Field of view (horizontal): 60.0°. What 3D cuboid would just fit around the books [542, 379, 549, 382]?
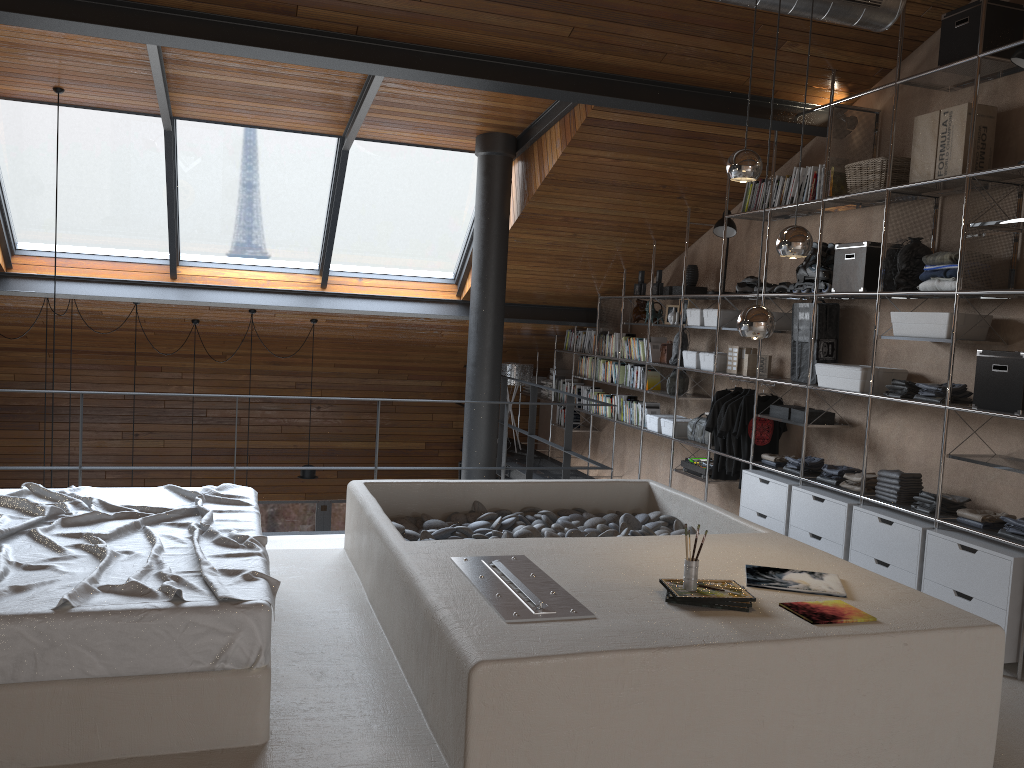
[{"bbox_3d":[0.486,-0.036,10.300,0.231,0.012,0.159,2,4,-13],"label":"books"}]

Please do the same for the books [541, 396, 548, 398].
[{"bbox_3d":[0.473,0.153,10.316,0.234,0.016,0.182,2,4,-18],"label":"books"}]

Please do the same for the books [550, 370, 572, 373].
[{"bbox_3d":[0.567,-0.143,10.017,0.228,0.016,0.182,2,4,-18],"label":"books"}]

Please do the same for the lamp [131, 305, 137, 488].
[{"bbox_3d":[-3.518,0.271,8.249,0.210,2.034,0.210,5,4,19],"label":"lamp"}]

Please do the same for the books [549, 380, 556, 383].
[{"bbox_3d":[0.558,-0.023,10.017,0.254,0.012,0.158,3,4,-6],"label":"books"}]

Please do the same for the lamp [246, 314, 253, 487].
[{"bbox_3d":[-2.561,0.233,8.643,0.210,1.911,0.210,5,4,19],"label":"lamp"}]

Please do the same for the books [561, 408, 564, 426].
[{"bbox_3d":[0.600,0.362,9.721,0.111,0.198,0.008,2,4,-18],"label":"books"}]

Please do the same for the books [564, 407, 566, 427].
[{"bbox_3d":[0.642,0.358,9.680,0.155,0.215,0.055,2,4,-18],"label":"books"}]

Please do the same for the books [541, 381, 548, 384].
[{"bbox_3d":[0.490,-0.016,10.293,0.268,0.025,0.176,2,4,-18],"label":"books"}]

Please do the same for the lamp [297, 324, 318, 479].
[{"bbox_3d":[-2.035,0.171,8.973,0.210,1.565,0.210,5,4,19],"label":"lamp"}]

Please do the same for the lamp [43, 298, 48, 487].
[{"bbox_3d":[-4.141,0.189,7.868,0.210,2.036,0.210,5,4,19],"label":"lamp"}]

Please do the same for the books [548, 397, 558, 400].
[{"bbox_3d":[0.555,0.164,10.019,0.247,0.016,0.182,2,4,-18],"label":"books"}]

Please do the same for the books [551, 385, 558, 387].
[{"bbox_3d":[0.573,0.031,10.013,0.225,0.017,0.167,2,4,-18],"label":"books"}]

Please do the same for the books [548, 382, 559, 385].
[{"bbox_3d":[0.562,-0.002,10.010,0.288,0.025,0.175,2,4,-12],"label":"books"}]

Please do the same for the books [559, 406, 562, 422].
[{"bbox_3d":[0.600,0.343,9.812,0.161,0.223,0.017,2,4,-18],"label":"books"}]

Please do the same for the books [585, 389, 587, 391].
[{"bbox_3d":[0.833,0.160,9.137,0.171,0.218,0.047,2,4,-18],"label":"books"}]

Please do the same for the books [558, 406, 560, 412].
[{"bbox_3d":[0.571,0.349,9.854,0.127,0.201,0.011,2,4,-18],"label":"books"}]

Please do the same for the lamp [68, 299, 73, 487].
[{"bbox_3d":[-3.884,0.281,7.790,0.210,2.273,0.210,5,4,19],"label":"lamp"}]

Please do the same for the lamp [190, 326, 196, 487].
[{"bbox_3d":[-3.164,0.234,8.793,0.210,2.002,0.210,5,4,19],"label":"lamp"}]

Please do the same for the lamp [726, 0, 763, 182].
[{"bbox_3d":[0.987,-1.435,3.617,0.146,1.204,0.146,4,4,13],"label":"lamp"}]

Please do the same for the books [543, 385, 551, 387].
[{"bbox_3d":[0.494,0.025,10.305,0.206,0.012,0.161,1,5,-28],"label":"books"}]

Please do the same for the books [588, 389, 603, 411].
[{"bbox_3d":[0.851,0.165,9.060,0.161,0.222,0.055,2,4,-18],"label":"books"}]

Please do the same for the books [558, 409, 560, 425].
[{"bbox_3d":[0.569,0.364,9.842,0.119,0.172,0.014,2,4,-18],"label":"books"}]

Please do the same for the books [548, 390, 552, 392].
[{"bbox_3d":[0.557,0.078,10.015,0.258,0.028,0.180,2,4,-12],"label":"books"}]

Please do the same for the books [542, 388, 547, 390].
[{"bbox_3d":[0.497,0.058,10.286,0.234,0.016,0.182,1,5,-28],"label":"books"}]

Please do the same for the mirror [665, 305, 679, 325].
[{"bbox_3d":[1.388,-0.593,7.606,0.130,0.168,0.069,7,6,42],"label":"mirror"}]

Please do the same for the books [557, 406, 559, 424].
[{"bbox_3d":[0.560,0.348,9.862,0.127,0.201,0.011,2,4,-18],"label":"books"}]

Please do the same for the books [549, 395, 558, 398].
[{"bbox_3d":[0.556,0.145,10.022,0.239,0.021,0.174,2,4,-12],"label":"books"}]

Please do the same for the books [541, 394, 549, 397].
[{"bbox_3d":[0.484,0.139,10.302,0.234,0.016,0.182,1,5,-23],"label":"books"}]

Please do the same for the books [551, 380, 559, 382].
[{"bbox_3d":[0.573,-0.035,10.015,0.222,0.012,0.160,2,4,-12],"label":"books"}]

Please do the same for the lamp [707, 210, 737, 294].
[{"bbox_3d":[1.638,-1.013,6.858,0.233,0.660,0.322,6,5,35],"label":"lamp"}]

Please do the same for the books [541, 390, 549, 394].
[{"bbox_3d":[0.484,0.095,10.301,0.240,0.028,0.180,1,5,-28],"label":"books"}]

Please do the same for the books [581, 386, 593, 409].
[{"bbox_3d":[0.792,0.141,9.275,0.148,0.233,0.053,2,4,-18],"label":"books"}]

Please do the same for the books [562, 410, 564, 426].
[{"bbox_3d":[0.605,0.373,9.715,0.112,0.177,0.009,2,4,-18],"label":"books"}]

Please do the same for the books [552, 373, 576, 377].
[{"bbox_3d":[0.588,-0.099,10.010,0.234,0.028,0.180,2,4,-18],"label":"books"}]

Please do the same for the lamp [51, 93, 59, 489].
[{"bbox_3d":[-3.214,-0.415,6.228,0.210,3.208,0.210,4,4,4],"label":"lamp"}]

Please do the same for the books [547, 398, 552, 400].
[{"bbox_3d":[0.545,0.179,10.034,0.252,0.016,0.182,2,4,-12],"label":"books"}]

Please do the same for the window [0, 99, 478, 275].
[{"bbox_3d":[-2.177,-1.591,7.515,3.818,1.031,1.213,2,4,-18],"label":"window"}]

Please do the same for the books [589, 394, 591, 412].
[{"bbox_3d":[0.838,0.193,9.000,0.111,0.174,0.041,2,4,-18],"label":"books"}]

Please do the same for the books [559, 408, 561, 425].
[{"bbox_3d":[0.585,0.363,9.794,0.117,0.183,0.012,2,4,-18],"label":"books"}]

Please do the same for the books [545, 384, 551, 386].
[{"bbox_3d":[0.504,0.013,10.310,0.208,0.013,0.161,2,4,-13],"label":"books"}]

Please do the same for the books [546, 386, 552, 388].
[{"bbox_3d":[0.502,0.041,10.300,0.213,0.017,0.167,1,5,-23],"label":"books"}]

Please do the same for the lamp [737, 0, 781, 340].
[{"bbox_3d":[0.994,-1.055,3.387,0.146,1.771,0.146,4,4,7],"label":"lamp"}]

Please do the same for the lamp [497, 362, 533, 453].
[{"bbox_3d":[-0.021,0.262,10.102,0.475,1.002,0.475,4,4,6],"label":"lamp"}]

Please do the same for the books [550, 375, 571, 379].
[{"bbox_3d":[0.565,-0.078,10.004,0.228,0.016,0.182,2,4,-18],"label":"books"}]

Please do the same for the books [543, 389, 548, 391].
[{"bbox_3d":[0.497,0.074,10.288,0.234,0.016,0.182,2,4,-13],"label":"books"}]

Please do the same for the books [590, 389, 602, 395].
[{"bbox_3d":[0.853,0.167,8.984,0.122,0.230,0.057,2,4,-18],"label":"books"}]

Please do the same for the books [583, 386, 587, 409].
[{"bbox_3d":[0.808,0.145,9.230,0.148,0.233,0.053,2,4,-18],"label":"books"}]

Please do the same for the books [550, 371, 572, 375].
[{"bbox_3d":[0.565,-0.125,10.018,0.216,0.021,0.174,2,4,-18],"label":"books"}]

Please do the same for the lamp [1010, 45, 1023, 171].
[{"bbox_3d":[2.511,-1.346,4.168,0.233,0.660,0.322,-1,6,-45],"label":"lamp"}]

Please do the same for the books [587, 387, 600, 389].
[{"bbox_3d":[0.848,0.149,9.206,0.148,0.233,0.053,2,4,-18],"label":"books"}]

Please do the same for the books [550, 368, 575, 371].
[{"bbox_3d":[0.571,-0.160,10.028,0.228,0.016,0.182,2,4,-18],"label":"books"}]

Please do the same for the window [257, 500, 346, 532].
[{"bbox_3d":[-3.286,2.031,10.802,5.936,1.521,0.101,2,4,-18],"label":"window"}]

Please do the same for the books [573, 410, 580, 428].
[{"bbox_3d":[0.668,0.381,9.563,0.138,0.191,0.049,2,4,-18],"label":"books"}]

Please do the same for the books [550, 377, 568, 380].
[{"bbox_3d":[0.551,-0.063,10.016,0.208,0.017,0.167,2,4,-18],"label":"books"}]

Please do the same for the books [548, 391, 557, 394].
[{"bbox_3d":[0.563,0.099,10.019,0.258,0.016,0.181,2,4,-16],"label":"books"}]

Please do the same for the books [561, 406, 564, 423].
[{"bbox_3d":[0.603,0.345,9.735,0.122,0.230,0.017,2,4,-18],"label":"books"}]

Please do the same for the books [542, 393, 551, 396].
[{"bbox_3d":[0.485,0.120,10.305,0.221,0.021,0.174,2,4,-18],"label":"books"}]

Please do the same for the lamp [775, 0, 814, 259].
[{"bbox_3d":[1.188,-1.245,3.566,0.146,1.474,0.146,4,4,13],"label":"lamp"}]
